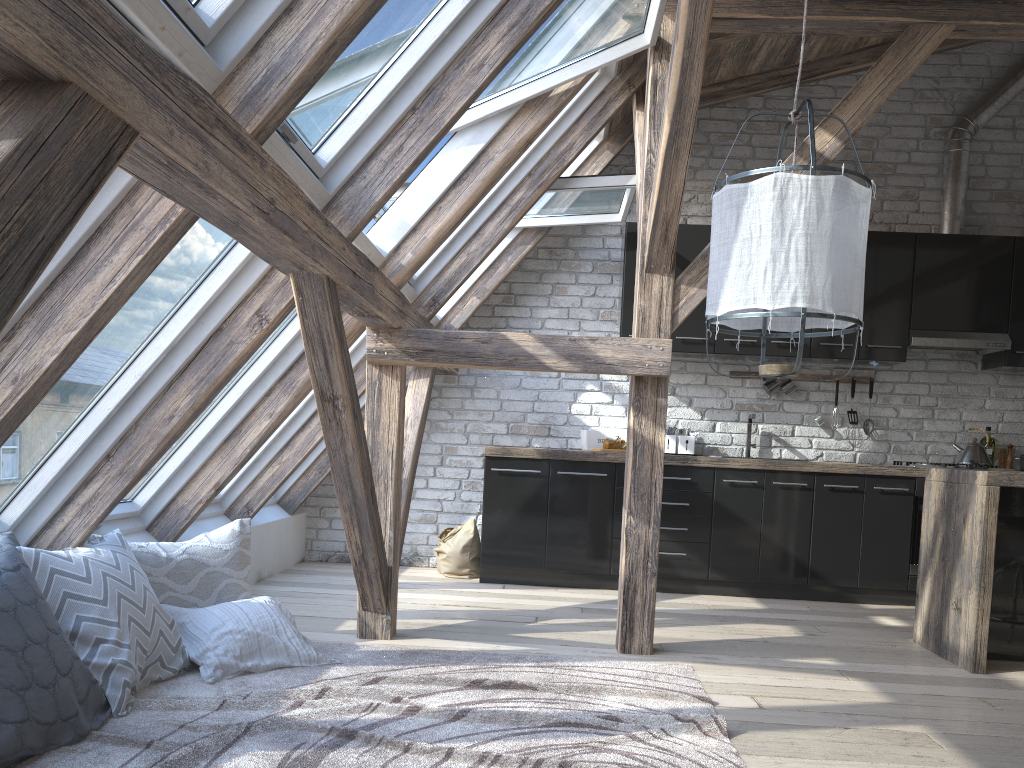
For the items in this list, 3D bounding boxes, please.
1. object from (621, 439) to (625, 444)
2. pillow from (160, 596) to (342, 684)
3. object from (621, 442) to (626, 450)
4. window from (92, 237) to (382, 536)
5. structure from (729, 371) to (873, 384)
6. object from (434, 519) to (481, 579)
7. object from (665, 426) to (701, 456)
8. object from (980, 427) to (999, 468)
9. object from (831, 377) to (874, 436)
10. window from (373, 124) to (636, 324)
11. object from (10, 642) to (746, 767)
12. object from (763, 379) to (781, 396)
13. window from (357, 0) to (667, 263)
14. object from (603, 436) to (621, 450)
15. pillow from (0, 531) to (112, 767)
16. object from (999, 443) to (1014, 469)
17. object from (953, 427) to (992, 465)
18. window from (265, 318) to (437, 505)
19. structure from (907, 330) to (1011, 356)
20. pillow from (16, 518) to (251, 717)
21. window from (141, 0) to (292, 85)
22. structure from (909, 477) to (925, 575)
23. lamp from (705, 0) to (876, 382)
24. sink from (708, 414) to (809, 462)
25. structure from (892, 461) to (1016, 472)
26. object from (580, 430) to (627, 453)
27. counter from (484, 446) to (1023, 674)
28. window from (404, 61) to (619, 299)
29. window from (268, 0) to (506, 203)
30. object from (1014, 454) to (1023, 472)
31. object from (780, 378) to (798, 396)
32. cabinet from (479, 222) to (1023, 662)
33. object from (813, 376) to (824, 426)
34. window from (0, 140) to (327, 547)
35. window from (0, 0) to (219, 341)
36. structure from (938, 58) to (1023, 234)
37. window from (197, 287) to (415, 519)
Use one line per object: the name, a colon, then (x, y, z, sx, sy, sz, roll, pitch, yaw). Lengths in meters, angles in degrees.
object: (0.676, 0.382, 5.536, 0.074, 0.067, 0.079, 3, -1, -25)
pillow: (-0.991, 0.947, 3.298, 0.474, 0.242, 0.538, 0, -4, 44)
object: (0.701, 0.384, 5.483, 0.072, 0.058, 0.083, 3, -2, -22)
window: (-1.143, -0.014, 3.370, 1.096, 1.281, 0.853, 3, 1, 3)
structure: (1.910, -0.045, 5.795, 0.932, 0.046, 0.081, 3, -2, 2)
object: (-0.365, 1.055, 5.754, 0.391, 0.391, 0.338, 3, 0, 28)
object: (1.032, 0.367, 5.812, 0.404, 0.202, 0.147, 3, 1, 4)
object: (3.116, 0.421, 5.743, 0.089, 0.284, 0.081, 3, 3, -2)
object: (2.236, 0.144, 5.749, 0.282, 0.383, 0.069, 3, 3, 3)
window: (-0.073, -1.033, 5.101, 1.520, 1.281, 0.853, 3, 1, 2)
object: (-0.445, 0.957, 2.059, 2.186, 0.056, 3.190, 3, -4, 3)
object: (1.711, 0.007, 5.793, 0.117, 0.140, 0.093, 3, 1, 4)
window: (-0.141, -1.164, 3.265, 1.405, 1.281, 0.853, 3, 1, 2)
object: (0.620, 0.364, 5.464, 0.090, 0.088, 0.086, 3, 0, -20)
pillow: (-1.401, 0.674, 2.071, 0.467, 0.563, 1.273, 3, -3, 4)
object: (3.235, 0.477, 5.761, 0.080, 0.184, 0.039, 3, 3, 15)
object: (2.876, 0.384, 5.475, 0.222, 0.236, 0.221, 3, 0, -7)
window: (-1.062, 0.118, 5.206, 1.096, 1.281, 0.853, 3, 1, 3)
structure: (2.781, -0.264, 5.603, 0.599, 0.104, 0.369, 3, -3, 2)
pillow: (-1.310, 0.783, 3.168, 0.500, 0.534, 1.156, 3, -3, 8)
window: (-0.173, -1.294, 1.427, 1.096, 1.281, 0.853, 3, 1, 3)
structure: (2.719, 0.888, 5.540, 0.587, 0.591, 0.583, 3, 0, 3)
lamp: (0.765, -0.961, 2.316, 0.398, 1.903, 0.407, 5, 4, 44)
sink: (1.546, 0.445, 5.586, 0.526, 0.517, 0.514, 3, 0, 3)
structure: (2.738, 0.515, 5.539, 0.605, 0.031, 0.497, 3, -4, 3)
object: (0.657, 0.370, 5.637, 0.381, 0.134, 0.590, 3, -4, -9)
counter: (1.690, 0.855, 4.787, 3.810, 0.854, 2.243, 3, -3, 2)
window: (-0.052, -1.096, 4.180, 1.096, 1.281, 0.853, 3, 1, 3)
window: (-0.133, -1.228, 2.345, 1.096, 1.281, 0.853, 3, 1, 3)
object: (3.376, 0.497, 5.646, 0.247, 0.141, 0.209, 3, -2, 1)
object: (1.819, 0.011, 5.780, 0.117, 0.139, 0.093, 3, 1, 19)
cabinet: (1.935, 0.039, 4.802, 4.213, 2.518, 2.089, 3, 0, 2)
object: (2.027, 0.114, 5.789, 0.071, 0.327, 0.066, 3, 3, 3)
window: (-1.183, -0.080, 2.452, 1.096, 1.281, 0.853, 3, 1, 3)
window: (-1.224, -0.145, 1.535, 1.096, 1.281, 0.853, 3, 1, 3)
structure: (3.262, -1.534, 5.608, 0.982, 1.290, 0.169, 3, 3, 2)
window: (-1.102, 0.052, 4.288, 1.096, 1.281, 0.853, 3, 1, 3)
